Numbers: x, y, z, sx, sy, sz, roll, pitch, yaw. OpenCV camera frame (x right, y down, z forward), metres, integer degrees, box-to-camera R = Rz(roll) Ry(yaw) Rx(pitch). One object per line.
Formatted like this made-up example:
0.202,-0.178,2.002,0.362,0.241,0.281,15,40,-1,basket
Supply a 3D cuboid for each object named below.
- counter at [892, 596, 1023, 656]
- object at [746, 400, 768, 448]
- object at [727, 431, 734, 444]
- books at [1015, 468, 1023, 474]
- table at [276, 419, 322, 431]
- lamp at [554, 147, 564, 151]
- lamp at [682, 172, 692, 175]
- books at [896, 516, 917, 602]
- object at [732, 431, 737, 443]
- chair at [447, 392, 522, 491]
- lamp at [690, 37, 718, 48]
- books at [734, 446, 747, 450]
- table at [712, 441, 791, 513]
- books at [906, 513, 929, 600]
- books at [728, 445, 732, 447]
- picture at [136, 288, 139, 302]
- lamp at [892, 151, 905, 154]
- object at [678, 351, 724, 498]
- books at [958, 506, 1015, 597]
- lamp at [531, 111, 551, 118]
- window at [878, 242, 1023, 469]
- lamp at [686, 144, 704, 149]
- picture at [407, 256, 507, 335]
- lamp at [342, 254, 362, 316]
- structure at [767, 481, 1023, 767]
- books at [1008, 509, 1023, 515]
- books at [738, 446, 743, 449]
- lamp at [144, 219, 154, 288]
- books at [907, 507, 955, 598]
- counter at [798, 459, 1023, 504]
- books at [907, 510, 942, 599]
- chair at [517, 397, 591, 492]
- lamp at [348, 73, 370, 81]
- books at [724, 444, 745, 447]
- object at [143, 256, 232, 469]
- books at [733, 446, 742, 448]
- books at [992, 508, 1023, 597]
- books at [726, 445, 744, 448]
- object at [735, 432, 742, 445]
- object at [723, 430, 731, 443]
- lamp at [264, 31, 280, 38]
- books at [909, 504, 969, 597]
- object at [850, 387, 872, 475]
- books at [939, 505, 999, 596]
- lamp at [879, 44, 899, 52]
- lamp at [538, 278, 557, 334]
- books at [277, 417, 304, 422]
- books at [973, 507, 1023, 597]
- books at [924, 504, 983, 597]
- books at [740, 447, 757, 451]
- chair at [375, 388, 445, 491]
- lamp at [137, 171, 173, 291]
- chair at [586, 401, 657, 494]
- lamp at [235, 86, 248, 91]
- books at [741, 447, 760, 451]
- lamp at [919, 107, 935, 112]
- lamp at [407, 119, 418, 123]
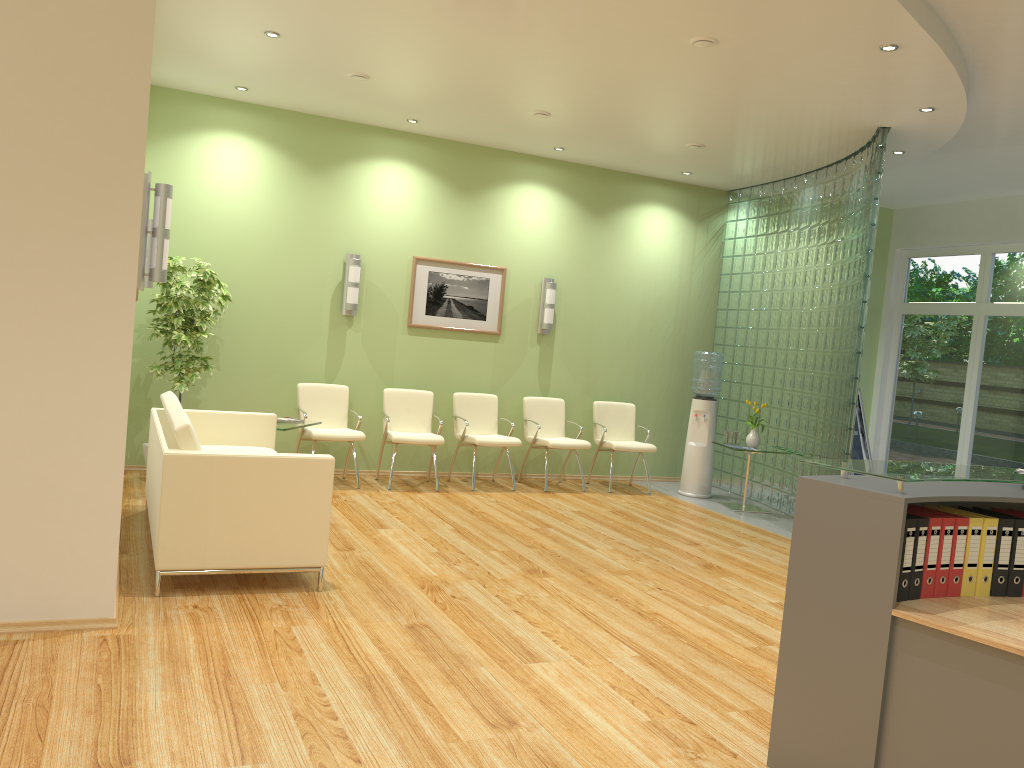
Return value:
2.804,0.916,2.310,1.723,0.018,3.444,3,4,-39,counter
2.387,0.392,8.707,0.219,0.459,0.201,6,3,6,object
2.174,0.536,8.847,0.071,0.119,0.072,4,3,-24,object
2.041,0.346,3.444,0.150,0.004,0.210,7,4,31,books
-2.070,0.602,7.261,0.736,0.614,0.736,6,3,11,table
0.461,-2.297,8.676,0.105,0.011,0.105,2,4,-43,lamp
1.828,-2.205,9.287,0.105,0.011,0.105,2,4,-43,lamp
1.281,0.585,3.089,0.063,0.282,0.231,4,3,-28,books
2.247,0.538,8.938,0.071,0.119,0.072,4,3,-24,object
13.528,2.102,2.364,31.281,0.986,0.752,7,3,24,chair
1.154,-2.048,5.336,0.167,0.024,0.167,6,3,15,lamp
2.234,0.616,8.543,0.150,0.004,0.210,7,4,31,books
2.322,0.923,8.752,0.581,0.614,0.581,5,3,-10,table
1.338,0.588,3.126,0.063,0.282,0.231,4,3,-28,books
2.185,0.607,8.616,0.210,0.004,0.150,5,3,-9,books
-2.239,-0.840,5.312,0.025,0.700,1.000,4,3,-24,picture
3.306,-1.979,7.587,0.105,0.011,0.105,5,3,-7,lamp
1.986,0.417,9.259,0.353,1.506,0.353,4,3,-17,object
1.718,0.614,3.280,0.062,0.282,0.233,4,3,-24,books
0.244,-2.242,7.403,0.167,0.024,0.167,7,3,27,lamp
6.673,0.219,6.914,0.092,3.000,9.401,4,3,-24,window
1.658,-2.147,8.034,0.167,0.024,0.167,3,4,-41,lamp
-0.539,-0.877,8.887,1.000,0.700,0.025,4,3,-24,picture
-1.509,-0.939,8.389,0.134,0.580,0.142,4,3,-24,lamp
2.833,1.084,2.354,1.837,1.049,3.673,3,4,-39,structure
1.951,0.633,3.330,0.063,0.282,0.231,5,3,-5,books
2.251,0.617,8.535,0.150,0.004,0.210,6,3,21,books
-2.599,-0.925,6.275,0.142,0.580,0.134,4,3,-24,lamp
1.466,0.596,3.193,0.063,0.282,0.231,4,3,-23,books
2.884,0.524,2.324,1.837,0.078,3.674,3,4,-39,counter
1.407,0.592,3.165,0.063,0.282,0.231,4,3,-23,books
13.898,2.126,2.535,30.806,0.986,0.748,7,3,25,chair
-1.170,-2.337,6.771,0.167,0.024,0.167,7,3,27,lamp
2.184,0.606,8.635,0.210,0.004,0.150,5,3,1,books
-2.722,-0.109,7.363,0.668,1.900,0.943,4,3,-16,object
2.220,0.614,8.554,0.150,0.004,0.210,8,4,41,books
1.883,0.627,3.319,0.063,0.282,0.231,5,3,-5,books
2.190,0.609,8.599,0.210,0.004,0.150,4,3,-19,books
2.258,0.543,8.858,0.071,0.119,0.072,4,3,-24,object
2.163,0.531,8.930,0.071,0.119,0.072,4,3,-24,object
-1.607,-2.339,5.943,0.105,0.011,0.105,6,3,9,lamp
1.536,0.601,3.223,0.063,0.282,0.231,4,3,-18,books
3.554,0.665,9.423,0.606,1.285,0.848,7,4,36,object
1.645,0.609,3.259,0.062,0.282,0.233,4,4,-29,books
2.188,-1.950,5.149,0.105,0.011,0.105,7,4,36,lamp
0.375,-0.812,9.231,0.134,0.580,0.142,4,3,-24,lamp
-1.924,0.286,7.352,0.230,0.031,0.328,8,4,41,books
1.784,0.619,3.297,0.062,0.282,0.233,4,3,-24,books
1.578,0.604,3.238,0.062,0.282,0.233,3,4,-30,books
2.268,0.619,8.530,0.150,0.004,0.210,6,3,11,books
-0.948,0.512,8.343,0.536,0.881,0.650,4,3,-19,chair
-1.769,-0.748,4.390,0.142,0.580,0.134,4,3,-24,lamp
1.150,0.654,9.277,0.536,0.881,0.650,4,3,-19,chair
-2.273,-2.481,7.455,0.105,0.011,0.105,5,3,2,lamp
2.286,0.621,8.528,0.150,0.004,0.210,5,3,1,books
2.939,-1.942,6.283,0.105,0.011,0.105,5,3,-8,lamp
-0.906,-2.389,8.066,0.105,0.011,0.105,2,4,-43,lamp
